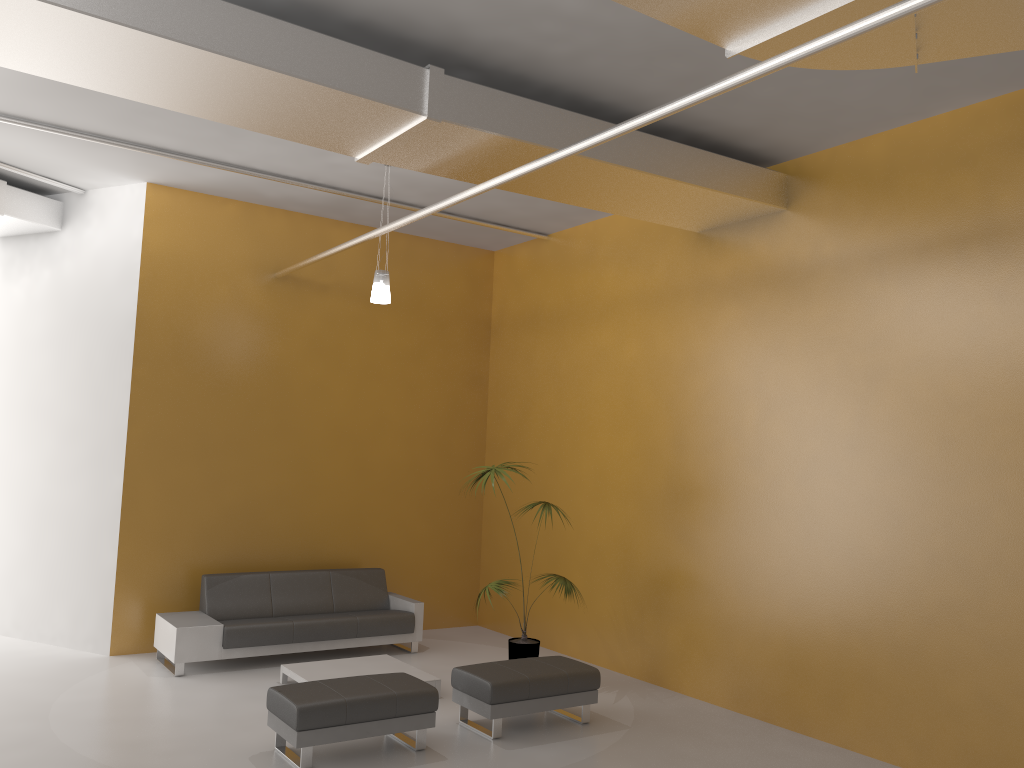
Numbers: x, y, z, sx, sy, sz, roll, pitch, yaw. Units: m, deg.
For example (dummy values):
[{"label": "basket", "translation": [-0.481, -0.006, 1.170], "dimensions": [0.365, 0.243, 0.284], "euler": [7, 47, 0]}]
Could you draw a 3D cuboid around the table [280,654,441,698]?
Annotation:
[{"label": "table", "translation": [-1.279, 2.484, 7.417], "dimensions": [1.000, 0.150, 1.000], "euler": [6, -6, -34]}]

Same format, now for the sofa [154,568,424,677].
[{"label": "sofa", "translation": [-2.090, 2.239, 8.555], "dimensions": [2.400, 0.761, 0.860], "euler": [6, -6, -34]}]

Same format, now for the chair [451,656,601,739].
[{"label": "chair", "translation": [0.105, 2.346, 6.712], "dimensions": [1.012, 0.423, 0.575], "euler": [6, -6, -34]}]

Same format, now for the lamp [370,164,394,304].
[{"label": "lamp", "translation": [-1.109, -1.314, 7.698], "dimensions": [0.174, 1.227, 0.174], "euler": [2, -5, 7]}]

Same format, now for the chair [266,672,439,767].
[{"label": "chair", "translation": [-1.068, 2.232, 5.941], "dimensions": [1.012, 0.423, 0.575], "euler": [6, -6, -34]}]

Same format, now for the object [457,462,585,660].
[{"label": "object", "translation": [0.066, 1.671, 7.849], "dimensions": [1.222, 1.956, 0.912], "euler": [2, -5, 6]}]
